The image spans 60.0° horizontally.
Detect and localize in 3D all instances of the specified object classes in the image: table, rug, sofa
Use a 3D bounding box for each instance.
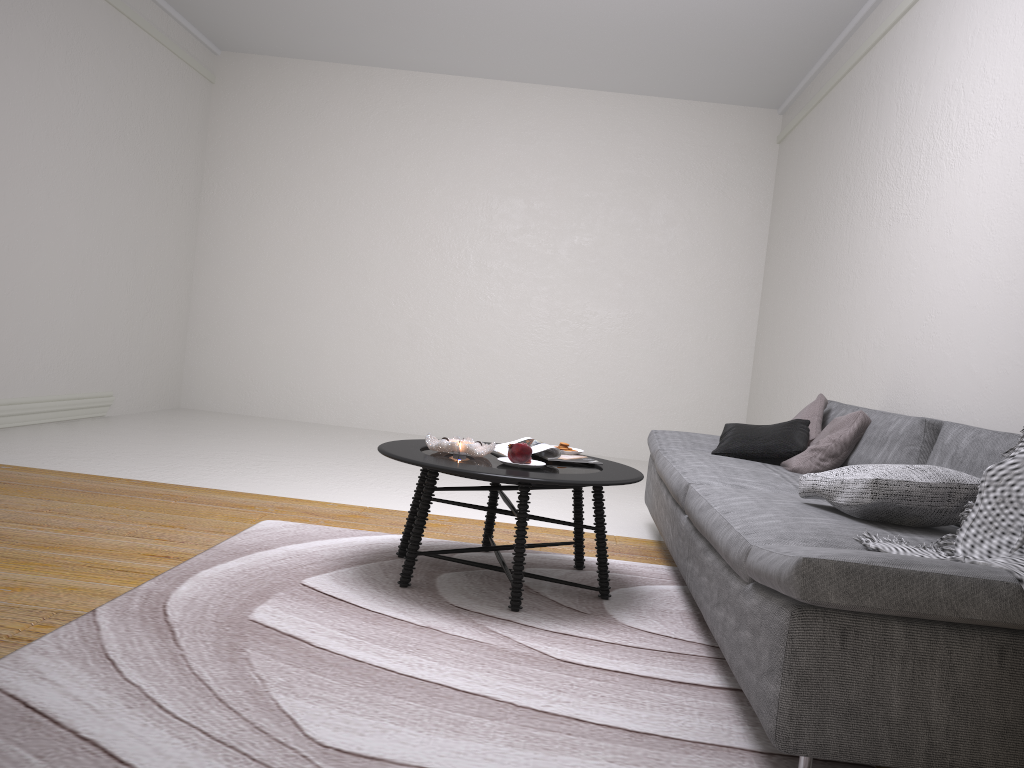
[{"bbox_3d":[-0.025,0.486,3.163,0.944,0.449,0.943,6,2,0],"label":"table"},{"bbox_3d":[-0.183,0.726,1.841,1.948,0.008,3.712,7,2,3],"label":"rug"},{"bbox_3d":[1.149,0.466,3.159,1.101,0.772,3.061,6,2,3],"label":"sofa"}]

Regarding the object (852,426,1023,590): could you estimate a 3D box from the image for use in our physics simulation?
[{"bbox_3d":[1.160,0.480,1.882,0.631,0.866,0.868,5,2,-32],"label":"object"}]

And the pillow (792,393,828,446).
[{"bbox_3d":[1.368,0.256,4.329,0.347,0.448,0.485,7,2,23],"label":"pillow"}]

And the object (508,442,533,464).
[{"bbox_3d":[0.032,0.238,3.027,0.108,0.082,0.090,8,2,37],"label":"object"}]

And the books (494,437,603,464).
[{"bbox_3d":[0.118,0.245,3.361,0.377,0.048,0.301,6,2,-19],"label":"books"}]

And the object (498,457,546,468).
[{"bbox_3d":[0.033,0.272,3.039,0.171,0.015,0.164,5,3,-42],"label":"object"}]

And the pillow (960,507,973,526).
[{"bbox_3d":[1.296,0.248,2.132,0.241,0.390,0.427,6,2,3],"label":"pillow"}]

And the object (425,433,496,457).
[{"bbox_3d":[-0.185,0.220,3.172,0.251,0.062,0.256,7,2,10],"label":"object"}]

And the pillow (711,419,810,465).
[{"bbox_3d":[1.152,0.279,4.085,0.415,0.268,0.407,7,2,23],"label":"pillow"}]

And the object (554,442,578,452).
[{"bbox_3d":[0.203,0.250,3.503,0.122,0.036,0.117,5,2,-36],"label":"object"}]

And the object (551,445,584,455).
[{"bbox_3d":[0.200,0.262,3.501,0.169,0.015,0.166,6,2,-15],"label":"object"}]

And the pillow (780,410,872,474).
[{"bbox_3d":[1.357,0.252,3.892,0.337,0.318,0.423,6,2,2],"label":"pillow"}]

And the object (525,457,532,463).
[{"bbox_3d":[0.051,0.259,3.092,0.035,0.036,0.044,7,2,12],"label":"object"}]

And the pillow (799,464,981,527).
[{"bbox_3d":[1.111,0.319,2.606,0.409,0.194,0.401,6,2,-11],"label":"pillow"}]
